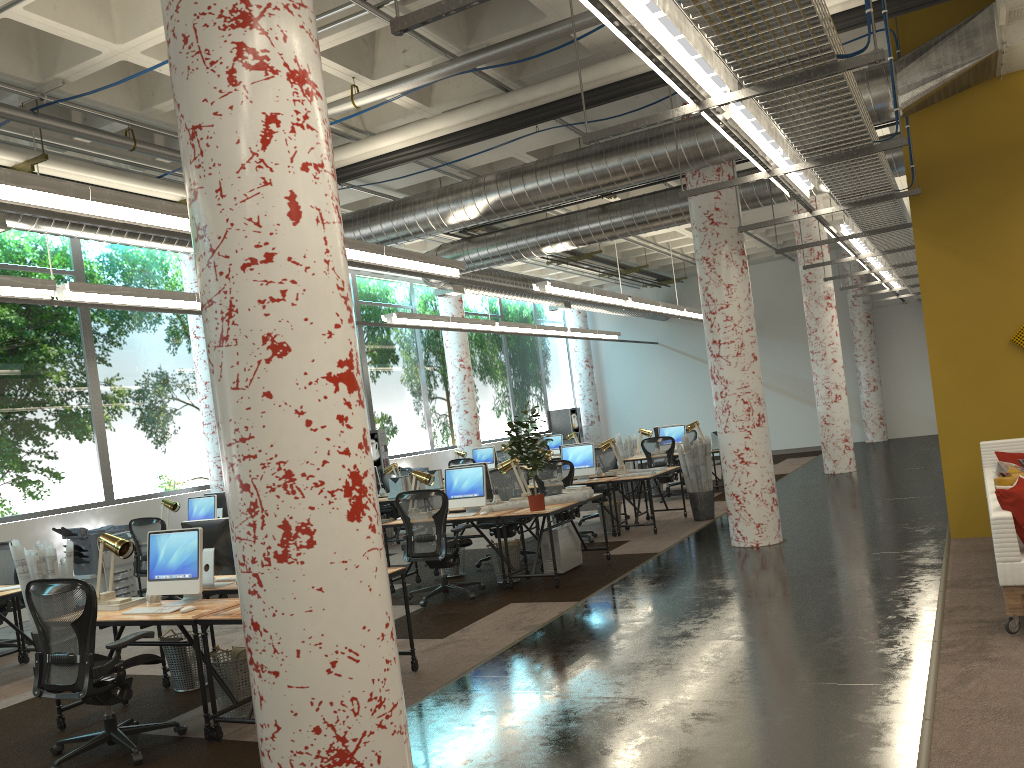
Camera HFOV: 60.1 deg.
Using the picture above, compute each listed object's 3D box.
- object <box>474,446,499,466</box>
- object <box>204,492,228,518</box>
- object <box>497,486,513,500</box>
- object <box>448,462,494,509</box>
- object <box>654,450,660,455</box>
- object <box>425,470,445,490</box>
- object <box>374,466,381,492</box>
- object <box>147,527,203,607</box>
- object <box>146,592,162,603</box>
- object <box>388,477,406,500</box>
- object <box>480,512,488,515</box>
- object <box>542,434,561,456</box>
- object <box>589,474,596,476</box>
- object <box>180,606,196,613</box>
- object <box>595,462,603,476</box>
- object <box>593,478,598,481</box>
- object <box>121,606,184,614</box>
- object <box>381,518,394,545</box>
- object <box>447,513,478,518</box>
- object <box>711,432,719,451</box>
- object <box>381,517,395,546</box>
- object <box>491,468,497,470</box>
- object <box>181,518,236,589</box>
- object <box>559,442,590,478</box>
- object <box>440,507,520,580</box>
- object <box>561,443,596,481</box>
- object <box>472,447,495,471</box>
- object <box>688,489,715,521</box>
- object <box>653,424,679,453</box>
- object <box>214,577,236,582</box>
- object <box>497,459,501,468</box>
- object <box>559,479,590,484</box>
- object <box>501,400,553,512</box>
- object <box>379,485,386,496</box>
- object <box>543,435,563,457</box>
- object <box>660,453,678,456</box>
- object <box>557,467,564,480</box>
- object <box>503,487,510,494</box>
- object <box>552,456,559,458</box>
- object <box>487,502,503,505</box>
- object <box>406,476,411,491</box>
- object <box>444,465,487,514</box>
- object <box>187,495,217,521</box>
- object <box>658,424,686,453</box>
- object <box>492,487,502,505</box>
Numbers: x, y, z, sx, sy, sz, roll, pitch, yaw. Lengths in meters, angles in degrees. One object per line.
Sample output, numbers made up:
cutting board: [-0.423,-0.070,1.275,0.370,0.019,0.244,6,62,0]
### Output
object: [-0.526,1.502,17.776,0.485,0.485,0.189,-8,0,27]
object: [-3.774,1.643,11.469,0.485,0.485,0.189,-8,0,27]
object: [-1.038,2.240,15.855,0.367,0.437,3.400,-8,-2,37]
object: [-0.456,1.118,9.727,0.485,0.485,0.189,-8,0,27]
object: [2.560,1.151,15.643,0.101,0.209,0.101,-7,0,-18]
object: [-1.224,1.515,13.940,0.281,0.302,0.150,-8,0,27]
object: [-2.347,1.581,14.240,0.485,0.485,0.189,-8,0,27]
object: [-2.171,1.187,5.761,0.485,0.485,0.189,-8,0,27]
object: [-2.423,1.368,5.972,0.101,0.209,0.101,-7,0,-18]
object: [-1.686,1.536,13.043,0.281,0.302,0.150,-8,0,27]
object: [-0.276,1.282,8.796,0.059,0.029,0.106,-8,-2,28]
object: [0.958,1.437,20.658,0.485,0.485,0.189,-8,0,27]
object: [1.073,1.310,12.725,0.440,0.017,0.118,-9,-3,27]
object: [-1.980,1.376,5.420,0.059,0.029,0.106,-8,-2,28]
object: [1.207,1.179,12.329,0.101,0.209,0.101,-7,0,-18]
object: [1.098,1.251,11.606,0.059,0.029,0.106,-8,-2,28]
object: [-2.265,1.426,5.578,0.440,0.017,0.118,-9,-3,27]
object: [-1.913,2.267,13.610,0.236,0.403,0.119,-7,0,28]
object: [-0.561,1.333,8.954,0.440,0.017,0.118,-9,-3,27]
object: [3.484,0.949,14.824,0.281,0.302,0.150,-8,0,27]
object: [-1.955,2.256,13.543,0.359,0.435,0.352,-8,-1,24]
object: [-0.372,1.725,17.964,0.440,0.017,0.118,-9,-3,27]
object: [-2.160,1.211,6.351,0.485,0.485,0.189,-8,0,27]
object: [0.919,1.086,12.537,0.485,0.485,0.189,-8,0,27]
object: [-0.332,1.584,9.208,0.850,0.933,0.104,-8,0,23]
object: [0.908,1.062,11.947,0.485,0.485,0.189,-8,0,27]
object: [-0.537,1.477,17.187,0.485,0.485,0.189,-8,0,27]
object: [2.569,1.634,11.927,0.352,0.398,0.354,-7,-1,-18]
object: [2.824,0.994,16.022,0.485,0.485,0.189,-8,0,27]
object: [-2.006,1.434,6.538,0.440,0.017,0.118,-9,-3,27]
object: [-0.238,1.595,17.568,0.101,0.209,0.101,-7,0,-18]
object: [0.814,1.301,11.764,0.440,0.017,0.118,-9,-3,27]
object: [0.155,0.690,8.535,0.515,1.078,0.438,-7,0,18]
object: [-2.059,1.674,14.032,0.101,0.209,0.101,-7,0,-18]
object: [0.947,1.413,20.068,0.485,0.485,0.189,-8,0,27]
object: [2.718,1.209,15.249,0.440,0.017,0.118,-9,-3,27]
object: [0.656,1.243,12.158,0.101,0.209,0.101,-7,0,-18]
object: [-0.092,2.188,17.146,0.236,0.403,0.119,-7,0,28]
object: [0.852,1.652,19.885,0.440,0.017,0.118,-9,-3,27]
object: [-0.302,1.341,9.914,0.440,0.017,0.118,-9,-3,27]
object: [-1.618,1.533,13.174,0.281,0.302,0.150,-8,0,27]
object: [-0.467,1.094,9.137,0.485,0.485,0.189,-8,0,27]
object: [-3.785,1.618,10.879,0.485,0.485,0.189,-8,0,27]
object: [2.813,0.970,15.432,0.485,0.485,0.189,-8,0,27]
object: [-0.168,1.211,9.518,0.101,0.209,0.101,-7,0,-18]
